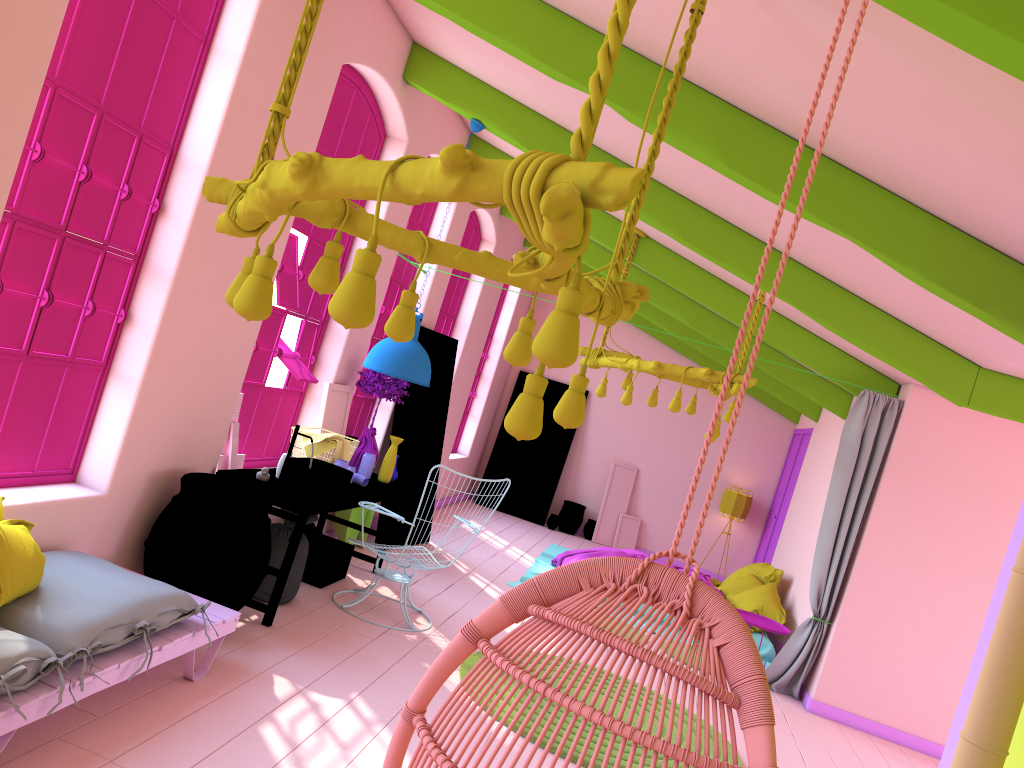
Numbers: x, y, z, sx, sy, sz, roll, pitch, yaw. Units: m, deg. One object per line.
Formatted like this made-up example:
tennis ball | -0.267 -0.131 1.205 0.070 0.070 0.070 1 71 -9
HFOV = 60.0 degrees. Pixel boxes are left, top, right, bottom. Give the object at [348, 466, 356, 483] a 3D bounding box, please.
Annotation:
object | -1.251 0.698 6.841 0.065 0.118 0.065 17 0 -31

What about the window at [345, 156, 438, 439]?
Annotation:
window | -1.220 -0.704 8.358 0.072 3.047 1.275 17 0 10

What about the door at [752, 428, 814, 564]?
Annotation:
door | 3.781 1.875 12.651 0.108 2.590 1.678 17 0 10

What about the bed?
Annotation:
bed | 1.603 2.255 10.251 2.800 0.514 3.578 17 0 10

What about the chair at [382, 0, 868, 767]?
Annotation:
chair | 0.424 0.151 1.854 0.859 3.130 0.807 18 0 30

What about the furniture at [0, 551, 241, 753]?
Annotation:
furniture | -2.094 1.045 2.889 0.907 0.507 3.778 17 0 10

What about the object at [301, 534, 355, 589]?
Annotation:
object | -1.561 1.359 6.959 0.446 0.277 0.522 17 0 10

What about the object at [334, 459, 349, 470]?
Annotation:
object | -1.260 0.652 6.460 0.109 0.197 0.109 17 0 2

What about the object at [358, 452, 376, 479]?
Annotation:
object | -1.190 0.669 7.282 0.109 0.197 0.109 17 0 -43

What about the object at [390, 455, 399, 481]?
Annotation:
object | -1.016 0.709 7.524 0.132 0.219 0.132 17 0 27

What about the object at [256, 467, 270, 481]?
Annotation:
object | -1.614 0.582 5.773 0.088 0.088 0.086 17 0 27

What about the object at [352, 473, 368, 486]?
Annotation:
object | -1.190 0.743 6.896 0.136 0.076 0.076 17 0 30

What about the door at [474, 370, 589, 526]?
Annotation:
door | 0.312 0.985 13.907 1.152 2.211 0.450 17 0 10

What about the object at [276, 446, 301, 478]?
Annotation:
object | -1.463 0.562 6.232 0.411 0.250 0.164 18 0 -45

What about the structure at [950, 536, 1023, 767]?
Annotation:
structure | 1.153 0.854 2.549 0.576 2.814 0.404 18 0 27

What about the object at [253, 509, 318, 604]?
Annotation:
object | -1.011 0.821 2.243 2.825 1.580 7.869 17 0 11

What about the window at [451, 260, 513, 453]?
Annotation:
window | -0.489 -0.447 12.660 0.072 3.047 1.275 17 0 10

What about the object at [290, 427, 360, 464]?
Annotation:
object | -1.408 0.521 6.672 0.444 0.369 0.633 17 0 10

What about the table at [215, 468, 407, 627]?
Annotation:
table | -1.511 1.088 6.637 0.655 0.821 2.194 17 0 10

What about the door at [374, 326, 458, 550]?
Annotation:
door | -0.960 0.555 9.146 0.449 2.211 1.154 18 0 20

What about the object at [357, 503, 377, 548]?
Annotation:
object | -1.411 1.318 8.434 0.137 0.463 0.284 17 0 -5

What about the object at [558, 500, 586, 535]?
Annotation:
object | 0.912 2.074 13.738 0.386 0.471 0.385 17 0 -37

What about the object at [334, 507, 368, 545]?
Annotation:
object | -1.495 1.150 8.123 0.217 0.733 0.451 17 0 10

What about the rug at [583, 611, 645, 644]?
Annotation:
rug | 0.879 2.265 8.331 0.793 0.021 0.792 17 0 -7

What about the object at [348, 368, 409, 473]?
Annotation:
object | -1.166 0.284 7.423 0.441 0.951 0.502 17 0 -30

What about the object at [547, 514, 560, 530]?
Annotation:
object | 0.631 2.114 13.561 0.199 0.234 0.199 17 0 -22

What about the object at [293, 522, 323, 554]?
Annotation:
object | -1.587 1.252 6.822 0.300 0.448 0.671 17 0 -14

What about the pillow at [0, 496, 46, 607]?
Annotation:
pillow | -2.157 0.644 2.836 0.577 0.399 1.998 17 0 10

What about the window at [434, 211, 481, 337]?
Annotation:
window | -0.915 -0.586 10.238 0.214 3.009 1.514 17 0 10

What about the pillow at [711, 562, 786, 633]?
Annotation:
pillow | 2.718 2.433 10.314 0.848 0.822 2.617 17 0 0

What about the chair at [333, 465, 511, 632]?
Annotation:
chair | -0.725 1.120 6.539 0.923 1.238 1.080 17 0 45

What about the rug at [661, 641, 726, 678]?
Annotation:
rug | 1.757 2.540 8.168 0.791 0.021 0.794 17 0 38

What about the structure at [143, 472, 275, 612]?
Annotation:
structure | -1.762 0.989 5.151 0.719 0.845 0.717 17 0 -22

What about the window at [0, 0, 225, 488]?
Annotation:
window | -1.953 -0.961 4.044 0.072 3.047 1.275 17 0 10

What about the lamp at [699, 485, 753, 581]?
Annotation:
lamp | 3.230 2.262 13.275 0.490 1.466 0.477 18 0 40

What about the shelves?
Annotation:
shelves | 2.605 1.175 3.038 1.840 3.104 0.385 17 0 10

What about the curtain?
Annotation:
curtain | 2.832 1.427 7.821 0.519 2.785 0.525 17 0 -9

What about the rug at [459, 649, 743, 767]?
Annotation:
rug | 0.569 2.141 5.806 1.889 0.050 1.888 17 0 -2

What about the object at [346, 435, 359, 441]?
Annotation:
object | -1.511 0.646 8.431 0.223 0.272 0.223 17 0 -2

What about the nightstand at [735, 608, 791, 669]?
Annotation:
nightstand | 2.324 2.492 8.549 0.597 0.458 0.595 18 0 -42

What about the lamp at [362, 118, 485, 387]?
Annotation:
lamp | -0.568 -1.010 6.609 0.528 2.002 0.529 18 0 42

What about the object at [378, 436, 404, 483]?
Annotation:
object | -1.007 0.625 7.324 0.116 0.383 0.115 17 0 -16

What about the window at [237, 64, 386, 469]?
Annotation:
window | -1.548 -0.810 6.468 0.492 3.003 1.498 17 0 10

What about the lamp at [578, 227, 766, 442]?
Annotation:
lamp | 1.681 -0.686 7.708 1.611 2.264 1.774 17 0 -8

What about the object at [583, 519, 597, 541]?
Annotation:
object | 1.230 2.266 13.750 0.260 0.306 0.261 17 0 43

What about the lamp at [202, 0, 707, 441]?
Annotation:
lamp | -0.002 -1.043 2.380 1.611 2.264 1.774 17 0 -8

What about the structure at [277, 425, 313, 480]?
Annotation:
structure | -1.463 0.481 5.973 0.166 0.397 0.087 17 0 20

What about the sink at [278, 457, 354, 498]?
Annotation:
sink | -1.313 0.632 5.966 0.339 0.194 0.609 17 0 10
